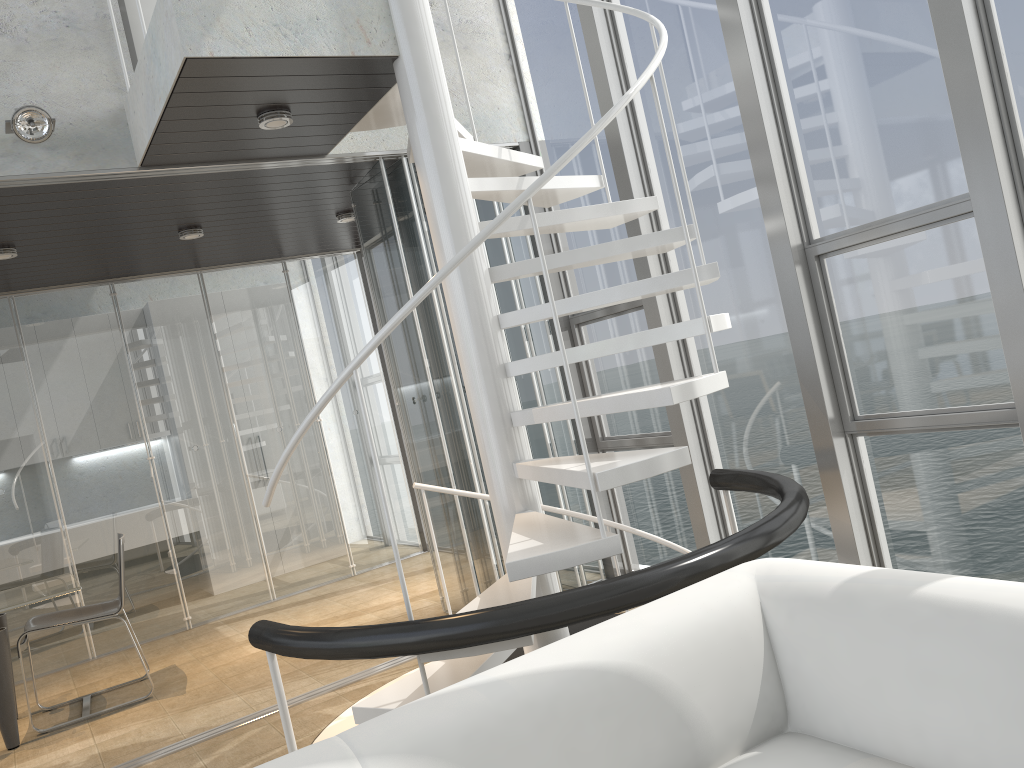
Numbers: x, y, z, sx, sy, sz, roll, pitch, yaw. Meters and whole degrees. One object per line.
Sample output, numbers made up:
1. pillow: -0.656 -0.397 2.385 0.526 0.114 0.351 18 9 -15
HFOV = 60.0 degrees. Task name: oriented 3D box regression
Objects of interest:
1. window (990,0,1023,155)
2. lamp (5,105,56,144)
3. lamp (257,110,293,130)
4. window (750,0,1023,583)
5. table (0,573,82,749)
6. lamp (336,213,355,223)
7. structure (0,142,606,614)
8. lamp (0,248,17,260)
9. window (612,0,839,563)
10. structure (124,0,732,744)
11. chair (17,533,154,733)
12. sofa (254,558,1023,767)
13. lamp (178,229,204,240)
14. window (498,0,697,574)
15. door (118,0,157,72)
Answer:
1. window: 1.660 -1.936 2.659 0.010 5.653 0.742 -13 1 -30
2. lamp: -2.110 -1.120 3.895 0.197 0.154 0.254 -13 1 -30
3. lamp: -1.048 -1.169 3.928 0.149 0.038 0.149 -13 1 -15
4. window: 1.195 -1.841 3.440 0.050 5.700 0.800 -13 1 -30
5. table: -3.415 1.711 4.609 2.250 0.733 0.900 -13 1 -30
6. lamp: -1.159 -1.169 6.235 0.149 0.038 0.149 -13 1 -15
7. structure: -2.932 -1.361 0.769 9.817 6.605 10.665 -13 1 -31
8. lamp: -2.962 -0.756 5.154 0.149 0.038 0.149 -13 1 -15
9. window: 0.756 -1.751 4.236 0.010 5.653 0.742 -13 1 -30
10. structure: -2.414 1.418 3.857 6.700 6.900 4.916 -13 1 -30
11. chair: -2.501 1.412 5.153 0.660 0.922 0.546 -13 1 -25
12. sofa: -0.085 0.979 1.452 2.601 0.638 0.971 -13 1 -30
13. lamp: -2.061 -0.963 5.695 0.149 0.038 0.149 -13 1 -15
14. window: 0.292 -1.656 5.017 0.050 5.700 0.800 -13 1 -30
15. door: -1.699 -2.437 4.495 0.800 2.100 0.100 -13 1 -30
